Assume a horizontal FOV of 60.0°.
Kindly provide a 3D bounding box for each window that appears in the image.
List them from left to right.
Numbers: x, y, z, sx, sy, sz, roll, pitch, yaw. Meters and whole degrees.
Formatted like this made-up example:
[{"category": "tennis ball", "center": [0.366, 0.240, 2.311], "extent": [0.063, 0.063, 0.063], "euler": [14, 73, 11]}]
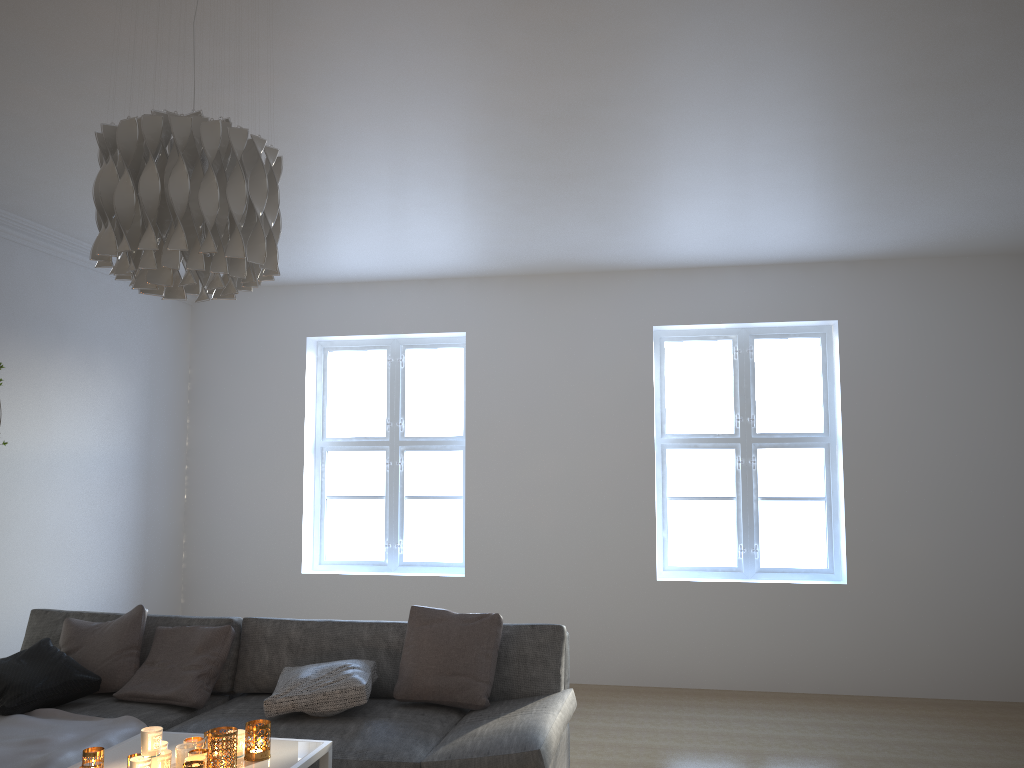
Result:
[{"category": "window", "center": [-0.873, 0.518, 6.548], "extent": [1.201, 1.707, 0.077], "euler": [-1, -5, 11]}, {"category": "window", "center": [1.594, 0.467, 6.089], "extent": [1.201, 1.707, 0.077], "euler": [-1, -5, 11]}]

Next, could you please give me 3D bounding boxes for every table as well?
[{"category": "table", "center": [-0.987, 1.393, 2.602], "extent": [0.674, 0.504, 0.716], "euler": [-1, -6, 11]}]

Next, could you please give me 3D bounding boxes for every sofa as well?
[{"category": "sofa", "center": [-1.125, 1.373, 3.410], "extent": [2.632, 0.771, 1.557], "euler": [-1, -6, 11]}]

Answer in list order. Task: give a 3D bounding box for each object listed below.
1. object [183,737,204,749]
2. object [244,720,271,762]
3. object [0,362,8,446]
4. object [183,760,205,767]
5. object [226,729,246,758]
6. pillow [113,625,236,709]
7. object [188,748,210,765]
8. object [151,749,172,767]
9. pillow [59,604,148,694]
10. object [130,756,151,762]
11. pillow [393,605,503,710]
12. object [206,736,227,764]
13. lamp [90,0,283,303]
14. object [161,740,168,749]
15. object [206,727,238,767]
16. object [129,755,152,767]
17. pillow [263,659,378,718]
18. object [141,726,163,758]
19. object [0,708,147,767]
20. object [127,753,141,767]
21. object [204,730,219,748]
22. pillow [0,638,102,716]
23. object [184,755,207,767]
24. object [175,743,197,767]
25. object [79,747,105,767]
[{"category": "object", "center": [-0.962, 1.111, 2.679], "extent": [0.060, 0.073, 0.060], "euler": [-4, -7, 35]}, {"category": "object", "center": [-0.787, 1.102, 2.744], "extent": [0.080, 0.104, 0.080], "euler": [0, -6, 1]}, {"category": "object", "center": [-2.477, 0.637, 3.992], "extent": [0.340, 1.672, 0.777], "euler": [3, -6, -30]}, {"category": "object", "center": [-0.873, 1.081, 2.430], "extent": [0.060, 0.079, 0.060], "euler": [0, -6, 1]}, {"category": "object", "center": [-0.859, 1.120, 2.758], "extent": [0.060, 0.073, 0.060], "euler": [3, -6, -27]}, {"category": "pillow", "center": [-1.456, 1.215, 3.849], "extent": [0.414, 0.310, 0.337], "euler": [-2, -6, 16]}, {"category": "object", "center": [-0.906, 1.098, 2.560], "extent": [0.060, 0.073, 0.060], "euler": [0, -6, 0]}, {"category": "object", "center": [-1.011, 1.098, 2.552], "extent": [0.060, 0.073, 0.060], "euler": [1, -6, -9]}, {"category": "pillow", "center": [-1.835, 1.199, 3.978], "extent": [0.430, 0.402, 0.324], "euler": [0, -6, -2]}, {"category": "object", "center": [-1.046, 1.089, 2.496], "extent": [0.056, 0.066, 0.056], "euler": [3, -6, -27]}, {"category": "pillow", "center": [-0.261, 1.133, 3.687], "extent": [0.426, 0.389, 0.242], "euler": [-1, -6, 11]}, {"category": "object", "center": [-0.904, 1.114, 2.708], "extent": [0.060, 0.073, 0.060], "euler": [-4, -7, 35]}, {"category": "lamp", "center": [-0.643, -0.709, 1.808], "extent": [0.354, 1.064, 0.355], "euler": [4, -7, -37]}, {"category": "object", "center": [-1.056, 1.107, 2.638], "extent": [0.060, 0.073, 0.060], "euler": [-4, -7, 35]}, {"category": "object", "center": [-0.828, 1.062, 2.533], "extent": [0.087, 0.139, 0.090], "euler": [2, -6, -19]}, {"category": "object", "center": [-1.046, 1.092, 2.495], "extent": [0.060, 0.073, 0.060], "euler": [1, -6, -9]}, {"category": "pillow", "center": [-0.757, 1.227, 3.562], "extent": [0.404, 0.194, 0.406], "euler": [0, -6, -3]}, {"category": "object", "center": [-1.028, 1.022, 2.528], "extent": [0.060, 0.073, 0.060], "euler": [-3, -6, 26]}, {"category": "object", "center": [-1.801, 1.445, 3.082], "extent": [0.812, 0.436, 0.727], "euler": [-1, -6, 9]}, {"category": "object", "center": [-1.088, 1.107, 2.568], "extent": [0.050, 0.058, 0.052], "euler": [2, -6, -20]}, {"category": "object", "center": [-0.942, 1.125, 2.776], "extent": [0.047, 0.068, 0.054], "euler": [3, -6, -29]}, {"category": "pillow", "center": [-1.988, 1.211, 3.646], "extent": [0.402, 0.248, 0.421], "euler": [-4, -7, 31]}, {"category": "object", "center": [-0.893, 1.092, 2.497], "extent": [0.060, 0.073, 0.060], "euler": [0, -6, 0]}, {"category": "object", "center": [-0.961, 1.104, 2.613], "extent": [0.060, 0.073, 0.060], "euler": [4, -7, -33]}, {"category": "object", "center": [-1.208, 1.095, 2.557], "extent": [0.060, 0.079, 0.060], "euler": [-1, -6, 5]}]
